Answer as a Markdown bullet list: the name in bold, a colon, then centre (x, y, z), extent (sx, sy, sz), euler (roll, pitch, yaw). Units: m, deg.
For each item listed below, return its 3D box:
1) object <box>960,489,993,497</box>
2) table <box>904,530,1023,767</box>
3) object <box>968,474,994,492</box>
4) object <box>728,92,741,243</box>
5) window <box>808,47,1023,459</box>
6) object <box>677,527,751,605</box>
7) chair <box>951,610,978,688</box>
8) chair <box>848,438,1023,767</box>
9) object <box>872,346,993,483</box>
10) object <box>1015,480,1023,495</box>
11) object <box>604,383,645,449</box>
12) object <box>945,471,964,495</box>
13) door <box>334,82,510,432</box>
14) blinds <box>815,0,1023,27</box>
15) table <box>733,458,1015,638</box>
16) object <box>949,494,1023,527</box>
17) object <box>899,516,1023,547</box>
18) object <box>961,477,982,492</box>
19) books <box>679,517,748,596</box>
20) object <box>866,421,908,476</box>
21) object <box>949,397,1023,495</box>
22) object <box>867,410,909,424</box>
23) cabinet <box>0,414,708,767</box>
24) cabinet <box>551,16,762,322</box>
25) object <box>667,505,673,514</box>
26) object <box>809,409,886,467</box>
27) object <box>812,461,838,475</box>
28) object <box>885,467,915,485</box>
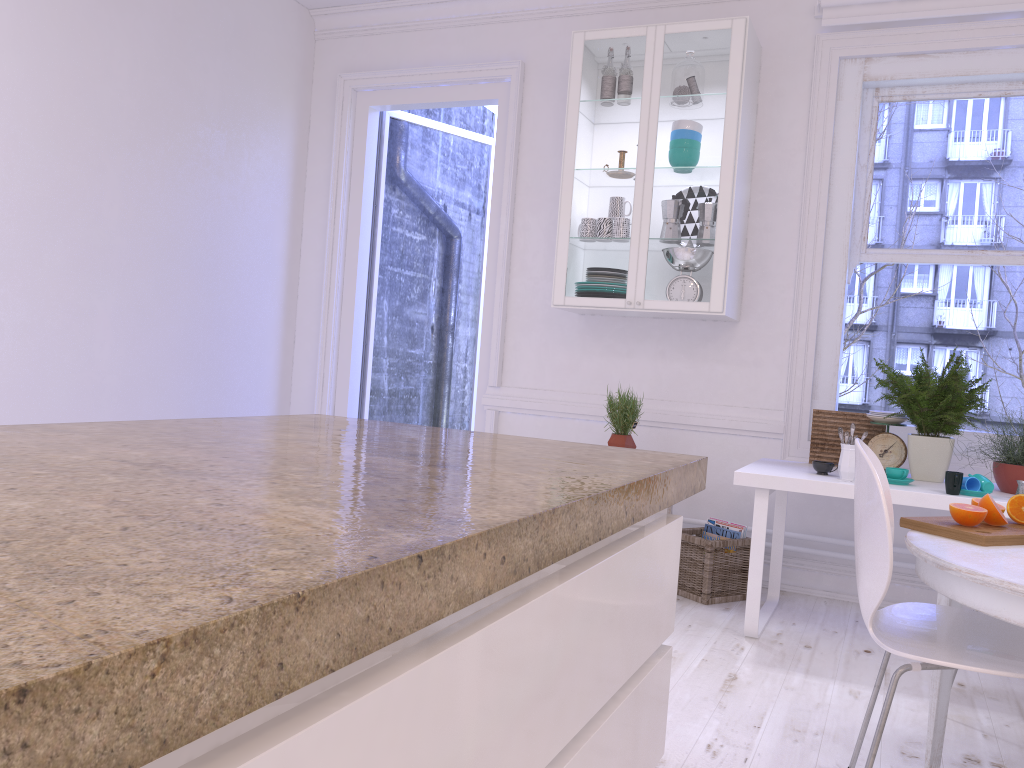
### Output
- **object**: centre (1.586, 0.372, 3.052), extent (0.121, 0.021, 0.121), euler (4, 1, -26)
- **table**: centre (1.390, 0.702, 1.795), extent (1.140, 0.629, 1.140), euler (3, 2, -38)
- **object**: centre (1.611, 0.342, 3.051), extent (0.069, 0.059, 0.082), euler (4, 1, 1)
- **object**: centre (0.689, -0.986, 4.233), extent (0.811, 0.651, 0.376), euler (5, 1, 24)
- **window**: centre (2.055, -0.573, 3.978), extent (1.234, 1.782, 0.181), euler (5, 1, 24)
- **object**: centre (0.864, 0.796, 3.917), extent (0.276, 0.270, 0.276), euler (3, 2, -33)
- **chair**: centre (1.630, 0.598, 2.451), extent (0.483, 0.845, 0.604), euler (4, 1, -21)
- **chair**: centre (0.952, 0.560, 1.884), extent (0.483, 0.845, 0.604), euler (5, 1, 24)
- **object**: centre (1.624, 0.112, 3.449), extent (0.438, 0.527, 0.368), euler (5, 1, 24)
- **object**: centre (1.733, 0.361, 2.989), extent (0.066, 0.067, 0.052), euler (5, 1, 24)
- **object**: centre (0.508, 0.163, 4.005), extent (0.186, 0.367, 0.196), euler (4, 1, -22)
- **object**: centre (1.501, 0.338, 3.021), extent (0.070, 0.077, 0.055), euler (3, 2, -41)
- **door**: centre (-0.335, -0.437, 5.491), extent (1.009, 2.474, 1.021), euler (5, 1, 24)
- **blinds**: centre (2.050, -1.641, 3.787), extent (1.451, 0.131, 0.136), euler (5, 1, 24)
- **table**: centre (1.633, 0.691, 3.305), extent (1.514, 0.619, 0.736), euler (5, 1, 24)
- **object**: centre (1.144, 0.299, 2.141), extent (0.285, 0.075, 0.129), euler (4, 1, -30)
- **object**: centre (1.138, 0.348, 2.116), extent (0.347, 0.024, 0.224), euler (4, 1, -26)
- **object**: centre (1.573, 0.345, 3.054), extent (0.069, 0.058, 0.080), euler (4, 1, -4)
- **books**: centre (0.878, 0.763, 3.923), extent (0.205, 0.306, 0.221), euler (3, 2, -33)
- **object**: centre (1.526, 0.263, 3.616), extent (0.159, 0.208, 0.185), euler (5, 1, 24)
- **object**: centre (1.905, 0.237, 3.220), extent (0.531, 0.367, 0.668), euler (3, 2, -42)
- **object**: centre (1.536, 0.136, 3.625), extent (0.163, 0.047, 0.164), euler (4, 1, -17)
- **cabinet**: centre (-0.292, 0.490, 0.832), extent (0.654, 0.842, 1.167), euler (5, 1, 24)
- **cabinet**: centre (0.681, -0.986, 4.213), extent (0.823, 1.311, 0.425), euler (5, 1, 24)
- **object**: centre (0.467, 0.631, 3.994), extent (0.418, 0.534, 0.599), euler (5, 1, 24)
- **object**: centre (1.428, 0.238, 3.776), extent (0.294, 0.237, 0.028), euler (5, 1, 24)
- **object**: centre (1.186, 0.321, 3.380), extent (0.079, 0.048, 0.082), euler (4, 1, -17)
- **object**: centre (1.409, 0.337, 3.248), extent (0.121, 0.055, 0.121), euler (4, 1, -26)
